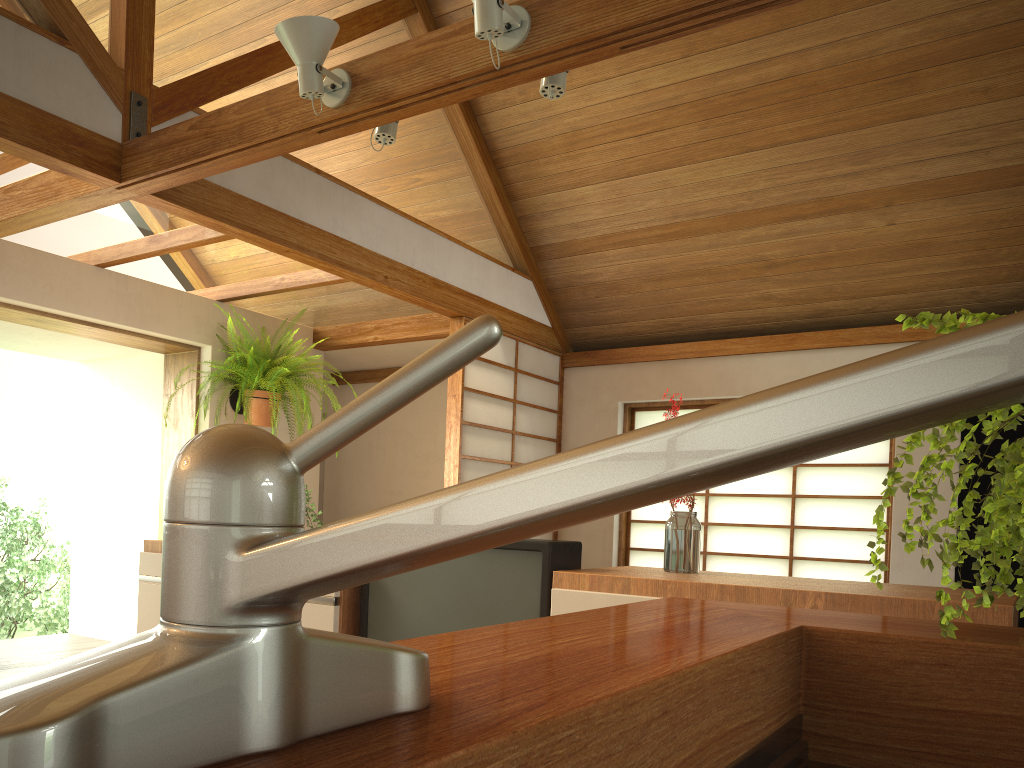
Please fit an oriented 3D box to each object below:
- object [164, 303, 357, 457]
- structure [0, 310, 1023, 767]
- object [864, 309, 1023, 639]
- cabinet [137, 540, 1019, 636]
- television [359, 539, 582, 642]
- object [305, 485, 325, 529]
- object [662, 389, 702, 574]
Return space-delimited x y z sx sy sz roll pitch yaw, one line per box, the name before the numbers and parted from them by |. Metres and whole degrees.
object | -1.524 0.028 5.622 1.116 1.124 1.214 0 -5 26
structure | -0.017 0.044 0.246 0.227 0.174 0.430 6 -8 -40
object | 0.609 0.071 0.754 0.426 0.349 0.529 5 -7 -32
cabinet | -0.097 0.909 2.679 2.828 0.737 0.524 -3 -5 34
television | -0.075 0.739 2.702 0.683 0.537 0.462 -1 -5 33
object | -0.950 0.540 3.369 0.489 0.374 0.588 3 -6 -7
object | 0.481 0.265 2.371 0.241 0.499 0.222 1 -1 39
